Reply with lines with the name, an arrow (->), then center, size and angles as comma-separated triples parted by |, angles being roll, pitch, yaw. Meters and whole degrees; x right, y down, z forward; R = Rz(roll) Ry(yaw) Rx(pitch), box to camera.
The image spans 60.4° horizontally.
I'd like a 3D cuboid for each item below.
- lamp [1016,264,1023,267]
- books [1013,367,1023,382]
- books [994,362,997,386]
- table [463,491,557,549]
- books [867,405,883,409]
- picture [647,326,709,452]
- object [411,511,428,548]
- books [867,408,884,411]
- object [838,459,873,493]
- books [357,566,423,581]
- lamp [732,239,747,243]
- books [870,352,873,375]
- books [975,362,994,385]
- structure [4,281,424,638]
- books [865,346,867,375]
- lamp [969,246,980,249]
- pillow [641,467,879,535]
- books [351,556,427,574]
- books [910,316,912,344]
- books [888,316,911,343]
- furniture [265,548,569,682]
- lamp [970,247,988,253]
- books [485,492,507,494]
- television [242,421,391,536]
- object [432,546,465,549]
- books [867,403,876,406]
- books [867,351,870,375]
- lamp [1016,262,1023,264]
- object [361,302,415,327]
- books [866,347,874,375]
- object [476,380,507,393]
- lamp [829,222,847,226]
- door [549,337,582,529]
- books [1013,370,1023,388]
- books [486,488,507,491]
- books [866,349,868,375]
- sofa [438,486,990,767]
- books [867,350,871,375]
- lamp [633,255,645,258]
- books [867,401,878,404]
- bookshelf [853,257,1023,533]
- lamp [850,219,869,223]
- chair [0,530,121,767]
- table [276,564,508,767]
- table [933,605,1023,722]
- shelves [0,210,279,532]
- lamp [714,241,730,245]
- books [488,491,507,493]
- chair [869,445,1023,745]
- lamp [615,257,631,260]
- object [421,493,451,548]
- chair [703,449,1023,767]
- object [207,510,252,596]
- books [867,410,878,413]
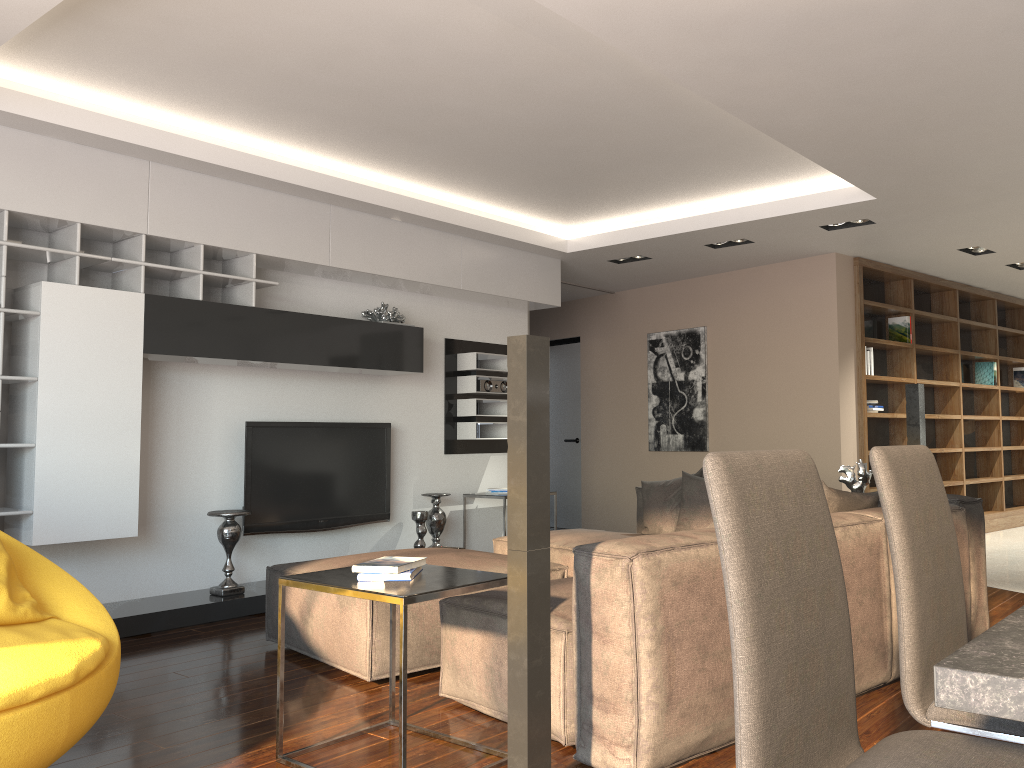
lamp -> 4.672, -1.102, 7.989 | 0.179, 0.077, 0.175 | 0, -4, -4
books -> 5.755, -0.066, 9.936 | 0.020, 0.244, 0.165 | 3, -5, -39
books -> 5.031, -0.101, 9.311 | 0.029, 0.246, 0.183 | 3, -5, -39
table -> -0.011, 1.142, 6.949 | 0.426, 0.563, 0.633 | -4, -5, 41
books -> 3.090, 0.202, 7.638 | 0.244, 0.023, 0.154 | 2, -5, -39
picture -> 1.584, 0.062, 8.451 | 0.030, 1.166, 0.711 | 3, -5, -40
object -> -0.653, 1.088, 6.226 | 0.117, 0.372, 0.129 | -3, -5, 35
books -> 3.093, 0.223, 7.629 | 0.165, 0.019, 0.257 | -4, -5, 41
object -> 2.066, 0.590, 5.209 | 0.280, 0.288, 0.289 | -1, -4, 10
books -> -0.380, 0.591, 2.774 | 0.163, 0.023, 0.231 | -1, -4, 1
lamp -> 1.768, -1.148, 6.854 | 0.168, 0.077, 0.186 | -3, -4, 35
books -> 3.041, -0.172, 7.588 | 0.022, 0.205, 0.147 | 3, -5, -39
books -> 5.001, -0.108, 9.312 | 0.015, 0.260, 0.190 | 3, -5, -39
structure -> -1.396, 0.447, 5.462 | 0.455, 1.767, 3.039 | -4, -5, 41
books -> 2.936, -0.195, 7.490 | 0.020, 0.244, 0.165 | 3, -5, -39
lamp -> 3.760, -1.144, 7.193 | 0.179, 0.077, 0.175 | 0, -4, -5
pillow -> 1.198, 0.641, 4.316 | 1.051, 0.431, 2.109 | -1, -4, 5
books -> -0.382, 0.567, 2.760 | 0.151, 0.022, 0.211 | -2, -4, 17
books -> 3.595, -0.488, 8.099 | 0.025, 0.251, 0.168 | 3, -5, -39
books -> 3.550, -0.488, 8.062 | 0.045, 0.248, 0.182 | 3, -5, -39
furniture -> -0.462, 1.033, 4.243 | 1.157, 0.440, 1.034 | 3, -5, -40
lamp -> 3.902, -1.137, 7.318 | 0.179, 0.077, 0.175 | 0, -4, -4
books -> -0.030, 0.855, 6.958 | 0.317, 0.011, 0.254 | -1, -4, 4
television -> -1.290, 0.611, 5.821 | 0.137, 0.715, 1.161 | -4, -5, 41
object -> -0.331, 0.853, 4.588 | 0.197, 0.015, 0.054 | -3, -5, 39
books -> 3.053, 0.182, 7.669 | 0.233, 0.023, 0.139 | 3, -5, -43
books -> 2.991, -0.175, 7.530 | 0.022, 0.205, 0.147 | 3, -5, -39
lamp -> 4.530, -1.108, 7.865 | 0.179, 0.077, 0.175 | 0, -4, -5
object -> -0.895, -0.485, 6.193 | 0.306, 0.177, 0.340 | -4, -5, 40
books -> 3.045, -0.188, 7.614 | 0.020, 0.244, 0.165 | 3, -5, -39
object -> -0.150, 0.021, 7.036 | 0.068, 0.094, 0.380 | -4, -5, 41
lamp -> 2.345, -1.183, 6.376 | 0.186, 0.077, 0.167 | 3, -5, -43
door -> 0.495, 0.553, 9.866 | 0.162, 2.094, 0.946 | 3, -5, -39
books -> 5.740, -0.048, 9.919 | 0.023, 0.205, 0.147 | 3, -5, -39
books -> -0.035, 0.835, 6.973 | 0.320, 0.011, 0.252 | 0, -4, -1
books -> 2.968, -0.182, 7.523 | 0.024, 0.222, 0.143 | 3, -5, -39
sofa -> 0.543, 0.899, 4.309 | 2.621, 0.704, 2.586 | 3, -5, -40
books -> 3.019, -0.179, 7.581 | 0.024, 0.222, 0.143 | 3, -5, -39
lamp -> 1.067, -1.106, 7.435 | 0.168, 0.077, 0.186 | -3, -4, 35
books -> 3.103, 0.159, 7.650 | 0.150, 0.020, 0.212 | -2, -4, 21
bookshelf -> 5.444, 0.299, 9.686 | 6.912, 2.492, 0.275 | 3, -5, -41
lamp -> 2.476, -1.191, 6.267 | 0.175, 0.077, 0.178 | -1, -4, 5
chair -> -1.764, 0.650, 2.386 | 1.124, 1.006, 1.534 | -1, -4, 8
table -> -0.357, 0.882, 2.734 | 0.569, 0.563, 0.475 | -3, -5, 40
table -> 1.352, 0.671, 1.166 | 0.985, 0.760, 1.688 | -4, -5, 41
shelves -> -2.211, -0.002, 4.632 | 0.359, 1.601, 2.025 | -4, -5, 41
lamp -> 1.636, -1.141, 6.963 | 0.186, 0.077, 0.167 | 3, -5, -43
books -> -0.028, 0.845, 6.968 | 0.323, 0.011, 0.249 | 0, -4, -6
chair -> 1.108, 0.614, 1.864 | 0.541, 0.965, 0.451 | -3, -5, 40
lamp -> 0.936, -1.098, 7.544 | 0.186, 0.077, 0.167 | 3, -5, -43
object -> -0.560, 1.047, 6.451 | 0.209, 0.482, 0.229 | -3, -5, 35
chair -> 0.622, 0.583, 1.308 | 0.541, 0.965, 0.451 | -3, -5, 40
object -> -1.639, 0.974, 5.093 | 0.228, 0.475, 0.251 | -3, -5, 33
books -> 3.103, 0.245, 7.645 | 0.150, 0.022, 0.212 | -2, -4, 21
